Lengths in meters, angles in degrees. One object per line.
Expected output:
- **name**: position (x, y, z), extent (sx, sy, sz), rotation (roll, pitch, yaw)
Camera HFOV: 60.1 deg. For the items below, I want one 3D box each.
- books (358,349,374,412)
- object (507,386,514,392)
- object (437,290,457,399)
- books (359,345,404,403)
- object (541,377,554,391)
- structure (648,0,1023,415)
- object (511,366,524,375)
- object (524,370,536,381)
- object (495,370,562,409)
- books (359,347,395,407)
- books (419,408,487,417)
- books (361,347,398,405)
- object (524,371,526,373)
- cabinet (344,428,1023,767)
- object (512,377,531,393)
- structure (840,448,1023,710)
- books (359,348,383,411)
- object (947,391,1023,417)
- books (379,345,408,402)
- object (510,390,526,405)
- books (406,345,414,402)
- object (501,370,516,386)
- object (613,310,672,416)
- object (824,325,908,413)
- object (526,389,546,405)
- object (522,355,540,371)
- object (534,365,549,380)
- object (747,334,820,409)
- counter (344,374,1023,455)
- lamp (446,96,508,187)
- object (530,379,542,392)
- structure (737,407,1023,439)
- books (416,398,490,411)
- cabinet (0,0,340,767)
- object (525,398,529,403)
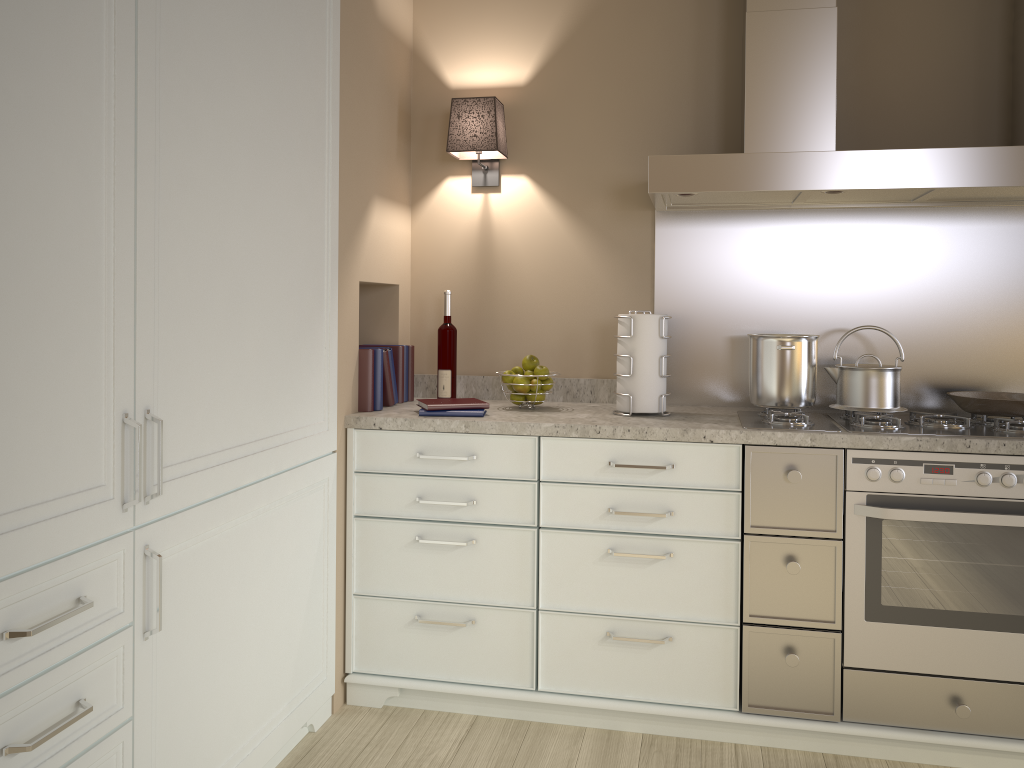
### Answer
- **books**: position (-0.487, -0.012, 2.609), extent (0.164, 0.182, 0.032), rotation (1, 1, 12)
- **object**: position (0.009, -0.001, 2.750), extent (0.054, 0.055, 0.054), rotation (-1, 3, -23)
- **object**: position (-0.207, -0.118, 2.822), extent (0.062, 0.365, 0.062), rotation (1, 1, 38)
- **books**: position (-0.428, -0.032, 2.852), extent (0.164, 0.182, 0.032), rotation (1, 1, 12)
- **object**: position (0.103, -0.001, 2.694), extent (0.047, 0.045, 0.047), rotation (1, 3, 16)
- **structure**: position (1.179, -0.709, 2.472), extent (1.559, 1.677, 0.447), rotation (1, 1, 12)
- **object**: position (0.017, -0.033, 2.725), extent (0.044, 0.043, 0.040), rotation (2, 3, 27)
- **object**: position (0.057, -0.023, 2.693), extent (0.040, 0.038, 0.040), rotation (0, 3, -17)
- **object**: position (0.049, 0.020, 2.718), extent (0.206, 0.109, 0.206), rotation (-2, 5, -33)
- **books**: position (-0.451, -0.022, 2.731), extent (0.166, 0.183, 0.091), rotation (1, 2, 15)
- **books**: position (-0.169, 0.078, 2.564), extent (0.183, 0.017, 0.165), rotation (1, 5, 2)
- **books**: position (-0.444, -0.026, 2.763), extent (0.164, 0.182, 0.092), rotation (1, 1, 12)
- **object**: position (0.050, -0.018, 2.773), extent (0.054, 0.048, 0.055), rotation (1, 3, 5)
- **cabinet**: position (1.154, 0.529, 2.448), extent (3.206, 0.793, 0.644), rotation (2, 2, 12)
- **object**: position (0.030, 0.002, 2.671), extent (0.058, 0.058, 0.058), rotation (0, 3, -21)
- **structure**: position (1.153, 0.470, 2.413), extent (0.541, 0.695, 0.581), rotation (1, 2, 12)
- **books**: position (-0.464, -0.016, 2.637), extent (0.164, 0.182, 0.032), rotation (1, 1, 12)
- **object**: position (1.371, 0.064, 2.360), extent (0.265, 0.051, 0.425), rotation (-1, 5, -20)
- **books**: position (-0.419, -0.036, 2.883), extent (0.164, 0.182, 0.032), rotation (1, 1, 12)
- **object**: position (0.017, 0.040, 2.708), extent (0.048, 0.048, 0.048), rotation (2, 3, 23)
- **books**: position (-0.402, -0.037, 2.912), extent (0.164, 0.182, 0.032), rotation (1, 1, 12)
- **object**: position (-0.008, -0.018, 2.691), extent (0.047, 0.048, 0.047), rotation (-1, 3, -25)
- **object**: position (0.381, -0.065, 2.600), extent (0.168, 0.304, 0.163), rotation (0, 1, -4)
- **object**: position (1.011, -0.048, 2.509), extent (0.209, 0.236, 0.209), rotation (-2, 3, -44)
- **object**: position (0.073, 0.036, 2.701), extent (0.061, 0.056, 0.059), rotation (-1, 3, -33)
- **object**: position (0.057, -0.062, 2.722), extent (0.055, 0.056, 0.055), rotation (1, 3, 12)
- **object**: position (0.090, -0.033, 2.671), extent (0.047, 0.045, 0.047), rotation (1, 3, 13)
- **object**: position (0.785, -0.039, 2.564), extent (0.201, 0.207, 0.201), rotation (-1, 3, -30)
- **counter**: position (1.164, 0.088, 2.431), extent (3.845, 0.114, 0.580), rotation (2, 5, 12)
- **lamp**: position (-0.106, -0.785, 2.876), extent (0.169, 0.258, 0.192), rotation (1, 2, 12)
- **object**: position (0.071, 0.004, 2.663), extent (0.039, 0.040, 0.040), rotation (1, 3, 4)
- **structure**: position (1.152, 0.099, 2.374), extent (1.048, 0.031, 0.399), rotation (2, 5, 12)
- **books**: position (-0.175, 0.059, 2.579), extent (0.183, 0.017, 0.165), rotation (-1, 5, -18)
- **cabinet**: position (-0.940, -0.176, 1.400), extent (0.612, 2.336, 2.348), rotation (1, 3, 12)
- **object**: position (0.053, 0.043, 2.748), extent (0.038, 0.038, 0.039), rotation (1, 3, 16)
